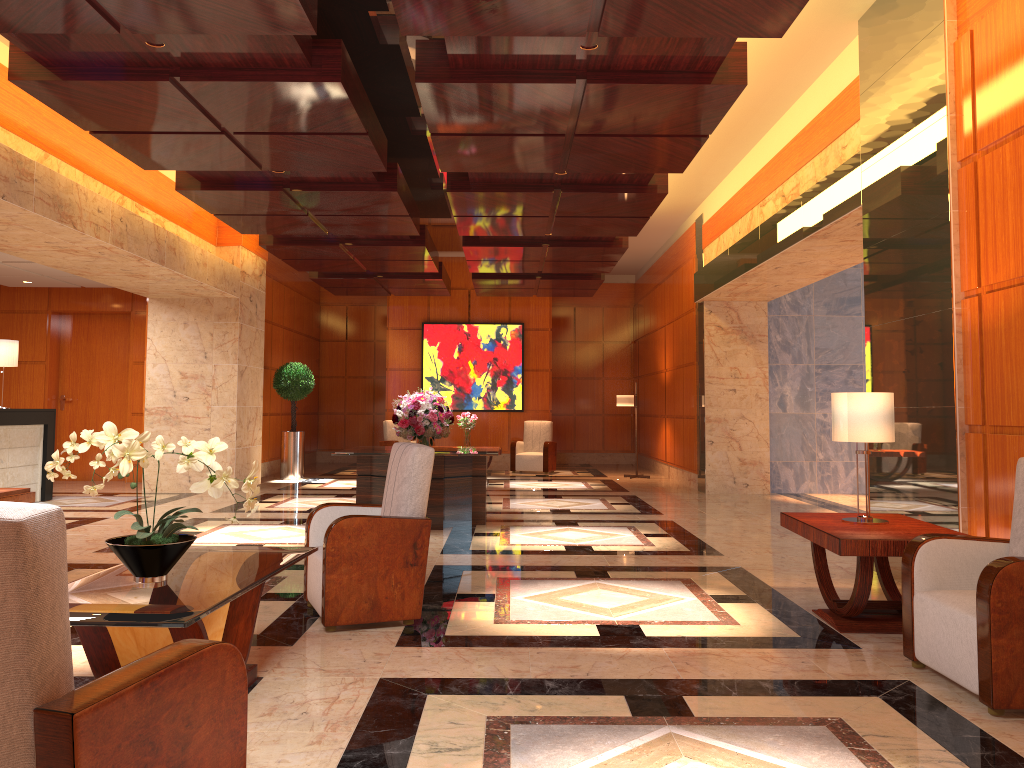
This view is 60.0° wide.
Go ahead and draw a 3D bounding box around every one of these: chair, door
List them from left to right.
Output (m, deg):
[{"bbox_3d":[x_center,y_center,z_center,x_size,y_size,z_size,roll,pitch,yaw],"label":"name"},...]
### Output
[{"bbox_3d":[-1.108,0.729,2.069,0.737,0.963,0.627,-1,-3,19],"label":"chair"},{"bbox_3d":[-6.653,0.196,14.072,1.286,2.704,0.339,0,-4,0],"label":"door"},{"bbox_3d":[-0.818,0.819,5.044,0.628,0.963,0.736,2,-3,-21],"label":"chair"},{"bbox_3d":[-2.022,1.156,16.520,0.737,0.963,0.628,3,-4,-41],"label":"chair"},{"bbox_3d":[0.412,1.169,16.529,0.737,0.963,0.627,-1,-3,19],"label":"chair"},{"bbox_3d":[2.112,0.796,3.750,0.628,0.963,0.736,0,-3,-1],"label":"chair"}]

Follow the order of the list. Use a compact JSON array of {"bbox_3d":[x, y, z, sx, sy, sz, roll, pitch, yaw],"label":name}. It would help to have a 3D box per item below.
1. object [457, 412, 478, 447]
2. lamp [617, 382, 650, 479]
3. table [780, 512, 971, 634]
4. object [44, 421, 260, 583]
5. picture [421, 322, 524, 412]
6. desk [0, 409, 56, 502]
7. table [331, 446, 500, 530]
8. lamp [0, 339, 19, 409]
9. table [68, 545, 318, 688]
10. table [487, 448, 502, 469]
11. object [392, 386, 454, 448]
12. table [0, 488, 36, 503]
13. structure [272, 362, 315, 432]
[{"bbox_3d":[-0.739,0.756,14.552,0.350,0.597,0.326,-1,-4,20],"label":"object"},{"bbox_3d":[2.090,0.802,15.424,0.526,1.665,0.359,1,-4,-10],"label":"lamp"},{"bbox_3d":[2.005,1.051,4.917,0.725,0.535,1.165,0,-2,3],"label":"table"},{"bbox_3d":[-1.392,0.455,3.461,0.788,0.619,0.416,1,-3,-23],"label":"object"},{"bbox_3d":[-0.765,-0.330,17.268,1.996,1.741,0.056,0,-4,0],"label":"picture"},{"bbox_3d":[-6.236,0.839,9.713,0.941,1.144,2.920,0,-2,0],"label":"desk"},{"bbox_3d":[-0.938,1.059,9.263,1.600,0.747,1.597,0,-2,0],"label":"table"},{"bbox_3d":[-6.161,-0.115,10.654,0.372,0.822,0.371,-1,-4,25],"label":"lamp"},{"bbox_3d":[-1.339,1.016,3.541,0.722,0.497,1.556,0,-2,3],"label":"table"},{"bbox_3d":[-0.757,1.322,14.483,1.167,0.535,0.723,0,-3,0],"label":"table"},{"bbox_3d":[-0.932,0.356,9.293,0.649,0.660,0.678,1,-3,-9],"label":"object"},{"bbox_3d":[-3.681,1.005,5.523,0.725,0.608,1.267,0,-2,0],"label":"table"},{"bbox_3d":[-3.680,0.466,14.901,0.721,1.717,0.720,2,-4,-22],"label":"structure"}]
